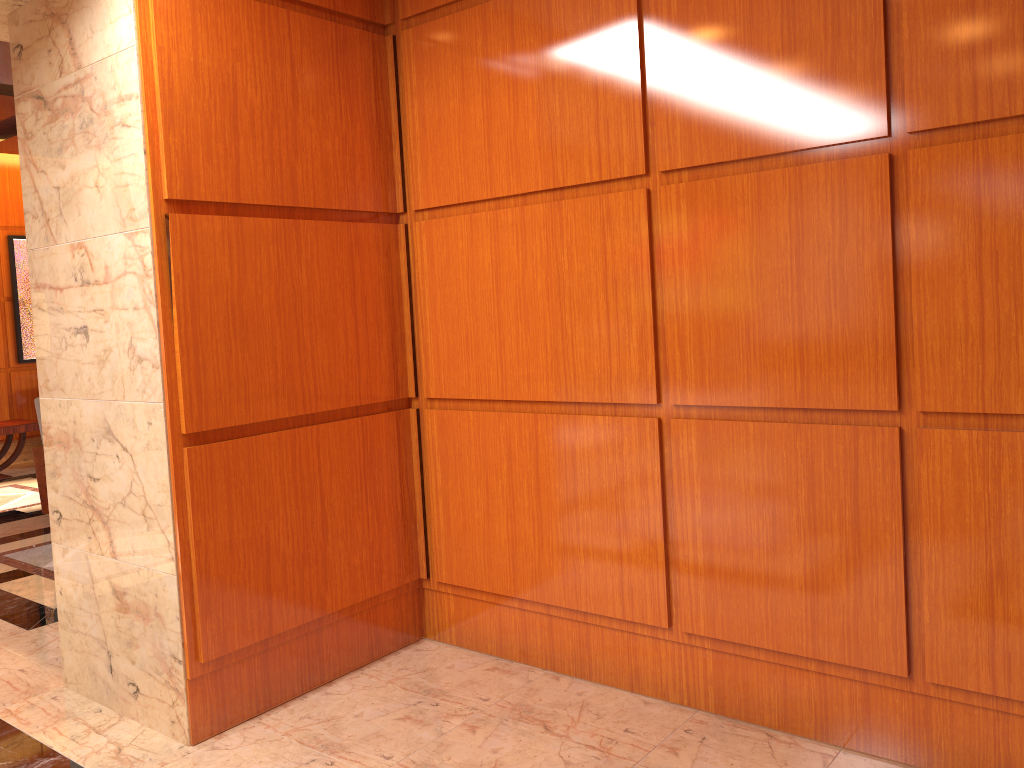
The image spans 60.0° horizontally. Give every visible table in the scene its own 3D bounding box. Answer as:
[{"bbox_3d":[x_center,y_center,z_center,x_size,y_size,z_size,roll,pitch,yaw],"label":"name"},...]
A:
[{"bbox_3d":[-5.521,0.714,9.086,0.725,0.533,1.170,0,6,42],"label":"table"}]

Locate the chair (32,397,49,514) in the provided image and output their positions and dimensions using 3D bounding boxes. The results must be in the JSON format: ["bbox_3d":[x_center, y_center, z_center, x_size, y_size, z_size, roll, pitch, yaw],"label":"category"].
[{"bbox_3d":[-3.402,0.536,7.220,0.628,0.959,0.740,-2,4,18],"label":"chair"}]

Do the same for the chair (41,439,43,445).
[{"bbox_3d":[-4.877,0.370,10.064,0.628,0.959,0.740,-1,5,38],"label":"chair"}]

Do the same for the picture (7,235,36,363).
[{"bbox_3d":[-5.028,-1.061,10.824,0.056,1.449,2.002,-1,5,39],"label":"picture"}]
